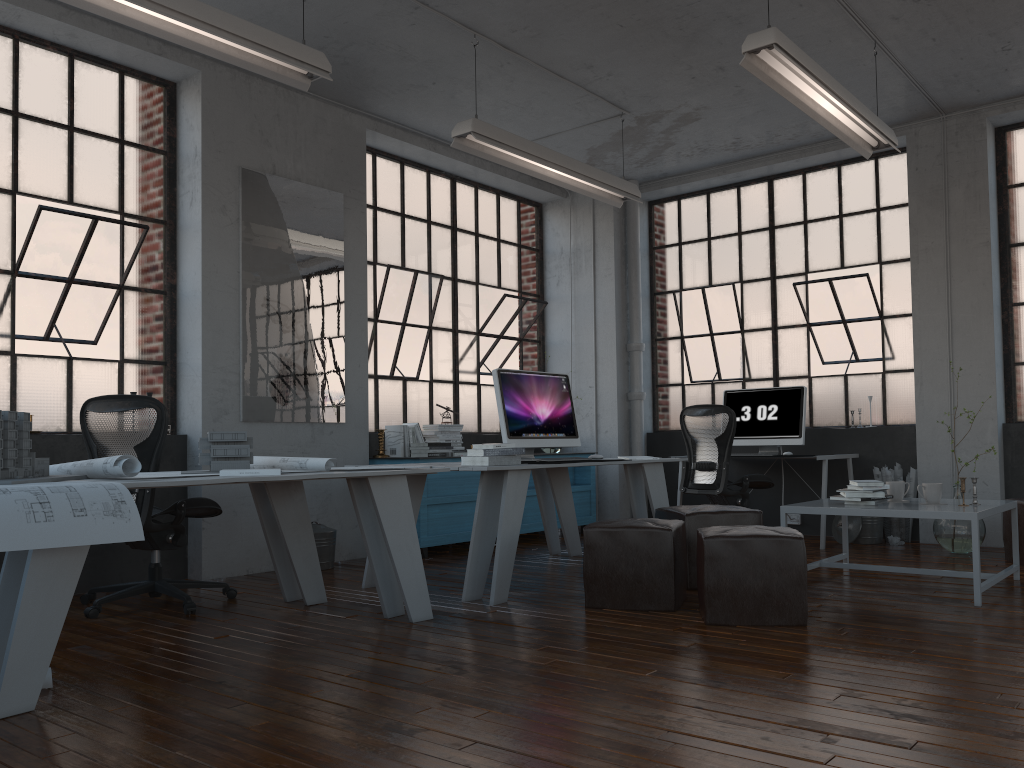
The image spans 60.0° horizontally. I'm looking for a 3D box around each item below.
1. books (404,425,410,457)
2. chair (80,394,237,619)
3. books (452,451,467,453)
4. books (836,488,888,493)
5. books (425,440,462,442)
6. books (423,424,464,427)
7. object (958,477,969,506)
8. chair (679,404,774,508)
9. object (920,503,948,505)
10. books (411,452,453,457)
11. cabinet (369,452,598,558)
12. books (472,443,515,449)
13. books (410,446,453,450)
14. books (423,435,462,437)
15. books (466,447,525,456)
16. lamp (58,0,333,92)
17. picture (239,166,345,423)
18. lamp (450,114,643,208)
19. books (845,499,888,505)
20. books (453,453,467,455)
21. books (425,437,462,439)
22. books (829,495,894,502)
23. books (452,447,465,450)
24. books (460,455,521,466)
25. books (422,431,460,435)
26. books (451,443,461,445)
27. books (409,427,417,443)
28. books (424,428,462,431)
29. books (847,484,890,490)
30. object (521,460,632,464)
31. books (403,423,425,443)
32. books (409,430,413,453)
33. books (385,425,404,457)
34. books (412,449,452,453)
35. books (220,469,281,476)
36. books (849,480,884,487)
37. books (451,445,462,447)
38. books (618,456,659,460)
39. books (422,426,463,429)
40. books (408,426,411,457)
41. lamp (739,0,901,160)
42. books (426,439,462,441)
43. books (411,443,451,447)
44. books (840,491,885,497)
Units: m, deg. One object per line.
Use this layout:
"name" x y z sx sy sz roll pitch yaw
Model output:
"books" -0.853 0.433 6.722 0.172 0.240 0.053 -3 -3 39
"chair" -1.896 0.610 4.631 0.770 1.084 0.793 -1 -3 8
"books" -0.436 0.528 6.890 0.202 0.012 0.251 -4 -5 40
"books" 1.950 0.589 4.933 0.200 0.014 0.275 -4 -5 39
"books" -0.557 0.458 7.087 0.159 0.012 0.285 -4 -5 39
"books" -0.551 0.333 7.083 0.182 0.016 0.288 -4 -5 39
"object" 2.368 0.565 4.652 0.052 0.148 0.053 0 -3 -10
"chair" 1.633 0.703 6.803 0.771 1.084 0.793 -4 -4 43
"object" 2.287 0.649 4.809 0.137 0.003 0.138 1 -4 -30
"books" -0.605 0.533 6.677 0.191 0.032 0.259 -4 -5 41
"cabinet" -0.174 0.952 7.320 0.627 0.732 2.264 -3 -4 39
"books" -0.099 0.336 4.809 0.153 0.030 0.185 -4 -5 40
"books" -0.607 0.483 6.680 0.212 0.023 0.259 -4 -5 39
"books" -0.565 0.415 7.106 0.182 0.016 0.288 -4 -5 39
"books" -0.088 0.367 4.797 0.257 0.044 0.193 1 -4 -31
"lamp" -1.534 -1.812 3.647 0.202 0.628 1.878 -3 -4 39
"picture" -1.475 -0.564 6.021 0.025 1.648 0.853 -3 -3 39
"lamp" 0.298 -1.464 5.875 0.202 0.205 1.878 -3 -5 39
"books" 1.972 0.654 4.942 0.171 0.028 0.218 -4 -5 39
"books" -0.432 0.540 6.883 0.187 0.014 0.248 -4 -5 37
"books" -0.548 0.432 7.103 0.168 0.017 0.263 -4 -5 39
"books" 1.941 0.630 4.926 0.274 0.025 0.210 1 -5 -31
"books" -0.555 0.517 7.087 0.176 0.025 0.331 -4 -5 39
"books" -0.114 0.414 4.799 0.200 0.050 0.272 -4 -5 39
"books" -0.579 0.392 7.088 0.180 0.028 0.296 -4 -5 39
"books" -0.570 0.486 7.094 0.182 0.016 0.288 -4 -5 39
"books" -0.795 0.443 6.795 0.161 0.223 0.065 -3 -3 39
"books" -0.554 0.369 7.095 0.174 0.021 0.273 -4 -5 39
"books" 1.974 0.572 4.915 0.185 0.026 0.125 1 -4 -21
"object" 0.223 0.473 5.390 0.688 0.008 0.848 -4 -5 41
"books" -0.753 0.443 6.853 0.176 0.284 0.170 -3 -4 39
"books" -0.822 0.461 6.769 0.161 0.224 0.046 -3 -3 39
"books" -0.888 0.432 6.696 0.172 0.239 0.032 -3 -3 39
"books" -0.605 0.505 6.667 0.191 0.023 0.242 -4 -5 37
"books" -1.076 0.365 3.658 0.235 0.024 0.200 0 -4 -15
"books" 1.959 0.548 4.900 0.141 0.026 0.202 -2 -4 9
"books" -0.547 0.499 7.098 0.161 0.013 0.254 -4 -5 39
"books" 0.829 0.486 5.827 0.205 0.019 0.244 0 -4 -11
"books" -0.555 0.350 7.094 0.182 0.016 0.288 -4 -5 39
"books" -0.836 0.444 6.747 0.152 0.239 0.045 -3 -3 39
"lamp" 1.716 -1.765 4.794 0.202 0.628 1.878 -3 -4 39
"books" -0.546 0.446 7.092 0.161 0.012 0.254 -4 -5 39
"books" -0.610 0.457 6.672 0.191 0.028 0.240 -4 -5 41
"books" 1.942 0.607 4.927 0.200 0.031 0.272 -2 -4 14
